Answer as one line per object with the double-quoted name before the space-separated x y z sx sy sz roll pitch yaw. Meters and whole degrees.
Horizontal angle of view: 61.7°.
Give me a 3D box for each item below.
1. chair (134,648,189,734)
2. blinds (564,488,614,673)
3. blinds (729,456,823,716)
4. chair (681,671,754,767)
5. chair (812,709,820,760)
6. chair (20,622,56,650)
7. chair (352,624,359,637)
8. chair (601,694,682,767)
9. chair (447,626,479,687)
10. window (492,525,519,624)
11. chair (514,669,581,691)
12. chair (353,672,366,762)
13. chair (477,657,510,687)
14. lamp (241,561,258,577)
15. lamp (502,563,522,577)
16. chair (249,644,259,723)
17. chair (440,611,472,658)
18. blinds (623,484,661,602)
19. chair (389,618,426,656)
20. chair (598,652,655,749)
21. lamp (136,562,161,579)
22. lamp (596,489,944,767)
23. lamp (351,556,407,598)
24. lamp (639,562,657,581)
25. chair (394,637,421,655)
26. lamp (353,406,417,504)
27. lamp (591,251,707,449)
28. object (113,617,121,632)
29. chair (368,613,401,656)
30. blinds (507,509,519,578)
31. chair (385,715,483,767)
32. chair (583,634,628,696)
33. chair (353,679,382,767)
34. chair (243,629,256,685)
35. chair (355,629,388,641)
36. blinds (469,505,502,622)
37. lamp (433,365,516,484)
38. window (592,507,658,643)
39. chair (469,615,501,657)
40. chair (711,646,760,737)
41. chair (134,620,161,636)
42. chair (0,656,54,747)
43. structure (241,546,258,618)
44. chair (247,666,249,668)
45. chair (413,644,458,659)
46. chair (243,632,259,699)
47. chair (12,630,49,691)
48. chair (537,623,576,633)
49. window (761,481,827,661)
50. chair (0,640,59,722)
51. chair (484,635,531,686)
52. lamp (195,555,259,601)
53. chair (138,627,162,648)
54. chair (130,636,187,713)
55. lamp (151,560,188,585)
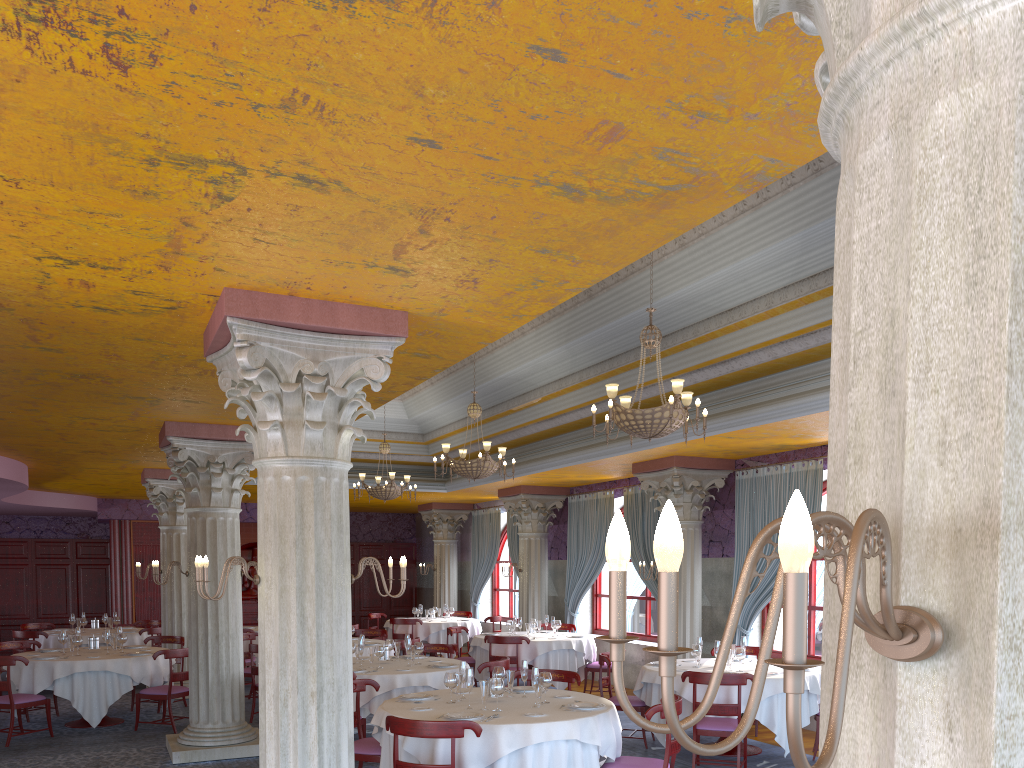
"chair" -4.486 3.970 11.157 0.646 1.095 0.751 0 -2 19
"blinds" 1.395 3.738 15.811 0.244 3.537 1.703 -1 1 -25
"blinds" 3.476 2.814 11.483 0.244 3.537 1.703 -1 1 -25
"chair" 2.105 3.442 8.703 0.748 1.096 0.647 -1 -1 19
"chair" 3.667 3.600 9.451 0.646 1.095 0.751 0 -2 19
"chair" -8.643 4.963 15.806 0.646 1.095 0.751 0 -2 19
"chair" -3.110 4.899 15.525 0.646 1.095 0.751 0 -2 19
"chair" 1.040 3.057 6.893 0.646 1.095 0.751 0 -2 19
"chair" -0.791 4.727 14.727 0.646 1.095 0.751 0 -2 19
"window" 0.355 4.189 19.432 0.160 2.546 3.608 -2 -6 -26
"chair" 0.291 3.390 8.452 0.748 1.096 0.647 -1 -1 19
"chair" -1.911 3.516 9.034 0.748 1.096 0.647 -1 -1 19
"chair" -0.349 3.674 9.783 0.646 1.095 0.751 0 -2 19
"lamp" -2.927 2.177 9.895 0.383 0.274 0.343 5 -8 -38
"lamp" -0.019 3.612 16.643 0.383 0.274 0.343 5 -8 -38
"chair" -3.236 4.103 11.789 0.748 1.096 0.647 -1 -1 19
"chair" -1.301 5.804 19.783 0.748 1.096 0.647 -1 -1 19
"blinds" 2.265 3.352 14.003 0.244 3.537 1.704 -2 1 -27
"chair" -2.113 5.313 17.475 0.748 1.096 0.647 -1 -1 19
"chair" 1.355 3.775 10.262 0.646 1.095 0.751 0 -2 19
"lamp" -5.880 3.018 13.833 0.383 0.274 0.343 5 -8 -38
"lamp" 0.296 0.278 0.988 0.383 0.274 0.343 5 -8 -38
"lamp" -0.865 1.263 5.606 0.383 0.274 0.343 5 -8 -38
"lamp" 2.028 2.704 12.386 0.383 0.274 0.343 5 -8 -38
"chair" -1.674 4.262 12.538 0.646 1.095 0.751 0 -2 19
"lamp" -2.197 0.969 14.787 0.959 2.187 0.956 0 1 19
"lamp" 1.239 -0.555 7.639 0.959 2.187 0.956 0 1 19
"object" -7.090 4.308 15.368 0.122 0.265 0.122 0 1 -34
"chair" -2.863 5.646 19.034 0.646 1.095 0.751 0 -2 19
"blinds" 0.231 4.254 18.232 0.244 3.537 1.704 -2 1 -27
"chair" -0.521 2.899 6.144 0.748 1.096 0.647 -1 -1 19
"chair" 1.520 4.553 13.916 0.646 1.095 0.751 0 -2 19
"chair" -1.271 3.232 7.703 0.646 1.095 0.751 0 -2 19
"chair" -4.672 4.741 14.776 0.748 1.096 0.647 -1 -1 19
"chair" -2.424 4.594 14.097 0.748 1.096 0.647 -1 -1 19
"blinds" -0.639 4.640 20.041 0.244 3.537 1.703 -1 1 -25
"lamp" -0.493 0.213 11.242 0.959 2.187 0.956 0 1 19
"window" 2.415 3.275 15.148 0.160 2.546 3.608 -2 -6 -26
"chair" -0.551 5.472 18.224 0.646 1.095 0.751 0 -2 19
"chair" 2.917 3.933 11.011 0.748 1.096 0.647 -1 -1 19
"chair" -7.082 5.121 16.555 0.748 1.096 0.647 -1 -1 19
"chair" -6.048 3.811 10.408 0.748 1.096 0.647 -1 -1 19
"structure" -6.323 4.908 21.100 0.964 1.856 0.639 0 1 -26
"chair" -5.422 5.073 16.336 0.646 1.095 0.751 0 -2 19
"chair" -1.099 4.007 11.342 0.748 1.096 0.647 -1 -1 19
"chair" -3.985 4.436 13.348 0.646 1.095 0.751 0 -2 19
"chair" -7.894 4.630 14.247 0.748 1.096 0.647 -1 -1 19
"chair" 0.770 4.885 15.475 0.748 1.096 0.647 -1 -1 19
"window" 4.476 2.360 10.861 0.160 2.546 3.608 -2 -6 -26
"chair" -6.798 4.144 11.968 0.646 1.095 0.751 0 -2 19
"chair" -0.042 4.395 13.167 0.748 1.096 0.647 -1 -1 19
"lamp" -1.771 1.195 5.287 0.383 0.274 0.343 5 -8 -38
"chair" -6.332 4.788 14.996 0.646 1.095 0.751 0 -2 19
"chair" -5.236 4.302 12.716 0.748 1.096 0.647 -1 -1 19
"lamp" -3.833 2.110 9.576 0.383 0.274 0.343 5 -8 -38
